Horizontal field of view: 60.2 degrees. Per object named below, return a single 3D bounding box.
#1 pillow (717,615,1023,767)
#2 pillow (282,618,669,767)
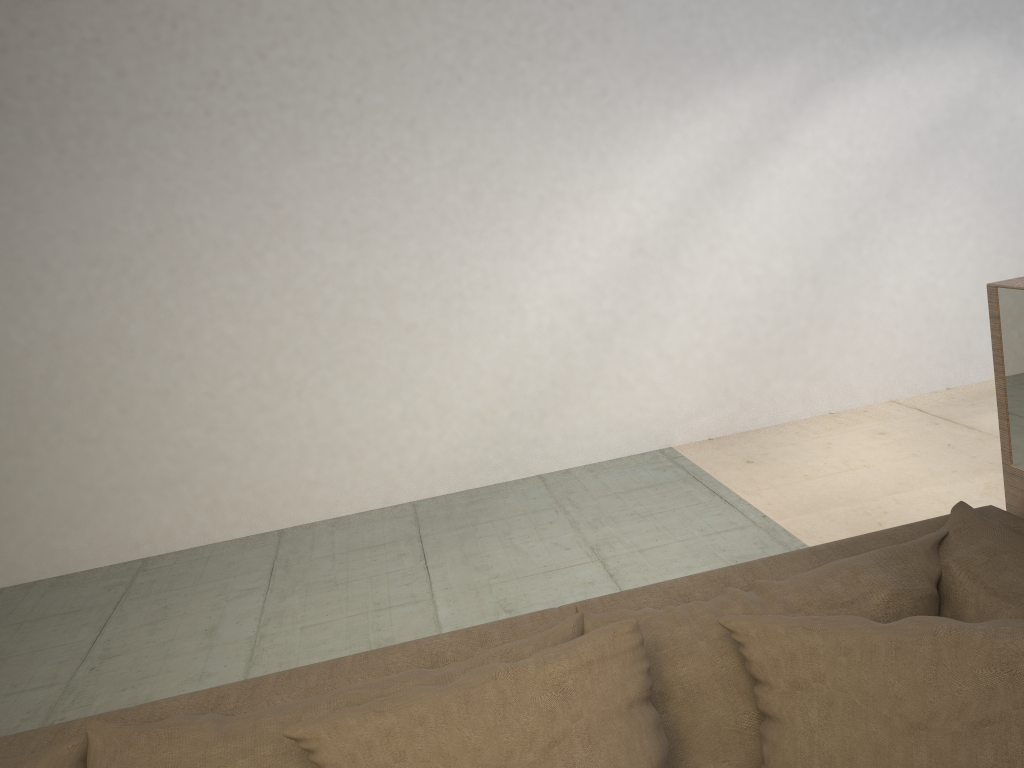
[{"bbox_3d":[0.495,0.465,1.032,0.501,0.353,0.302,-5,11,23],"label":"pillow"},{"bbox_3d":[0.003,0.535,1.066,0.496,0.335,0.315,-12,10,-14],"label":"pillow"}]
